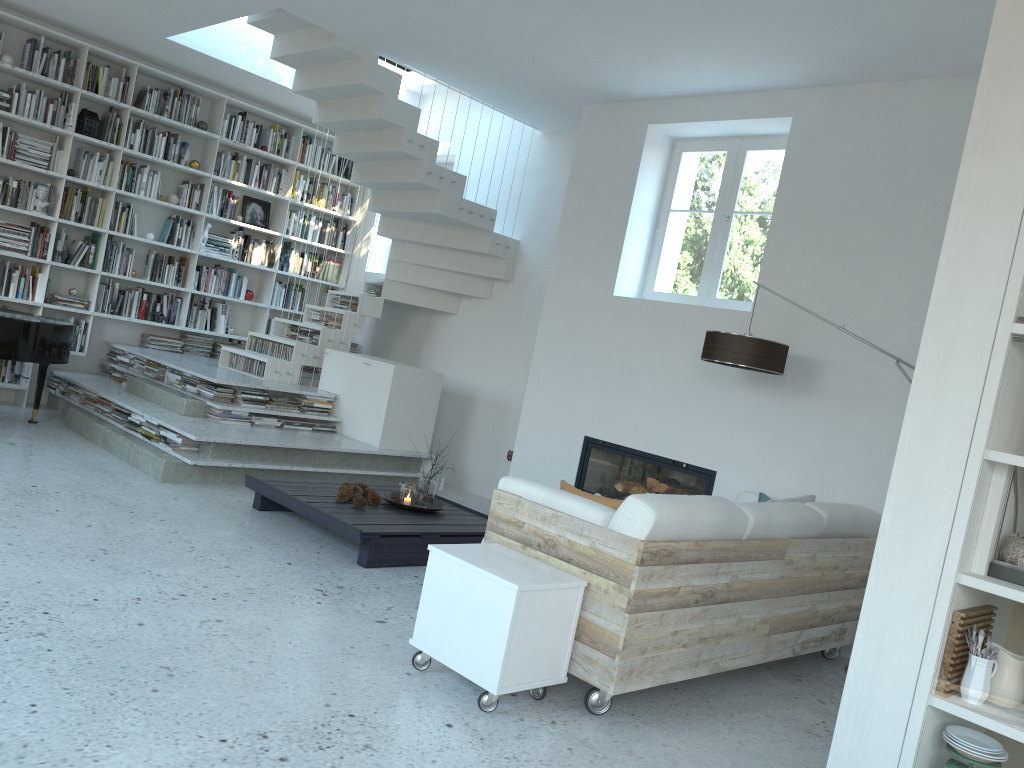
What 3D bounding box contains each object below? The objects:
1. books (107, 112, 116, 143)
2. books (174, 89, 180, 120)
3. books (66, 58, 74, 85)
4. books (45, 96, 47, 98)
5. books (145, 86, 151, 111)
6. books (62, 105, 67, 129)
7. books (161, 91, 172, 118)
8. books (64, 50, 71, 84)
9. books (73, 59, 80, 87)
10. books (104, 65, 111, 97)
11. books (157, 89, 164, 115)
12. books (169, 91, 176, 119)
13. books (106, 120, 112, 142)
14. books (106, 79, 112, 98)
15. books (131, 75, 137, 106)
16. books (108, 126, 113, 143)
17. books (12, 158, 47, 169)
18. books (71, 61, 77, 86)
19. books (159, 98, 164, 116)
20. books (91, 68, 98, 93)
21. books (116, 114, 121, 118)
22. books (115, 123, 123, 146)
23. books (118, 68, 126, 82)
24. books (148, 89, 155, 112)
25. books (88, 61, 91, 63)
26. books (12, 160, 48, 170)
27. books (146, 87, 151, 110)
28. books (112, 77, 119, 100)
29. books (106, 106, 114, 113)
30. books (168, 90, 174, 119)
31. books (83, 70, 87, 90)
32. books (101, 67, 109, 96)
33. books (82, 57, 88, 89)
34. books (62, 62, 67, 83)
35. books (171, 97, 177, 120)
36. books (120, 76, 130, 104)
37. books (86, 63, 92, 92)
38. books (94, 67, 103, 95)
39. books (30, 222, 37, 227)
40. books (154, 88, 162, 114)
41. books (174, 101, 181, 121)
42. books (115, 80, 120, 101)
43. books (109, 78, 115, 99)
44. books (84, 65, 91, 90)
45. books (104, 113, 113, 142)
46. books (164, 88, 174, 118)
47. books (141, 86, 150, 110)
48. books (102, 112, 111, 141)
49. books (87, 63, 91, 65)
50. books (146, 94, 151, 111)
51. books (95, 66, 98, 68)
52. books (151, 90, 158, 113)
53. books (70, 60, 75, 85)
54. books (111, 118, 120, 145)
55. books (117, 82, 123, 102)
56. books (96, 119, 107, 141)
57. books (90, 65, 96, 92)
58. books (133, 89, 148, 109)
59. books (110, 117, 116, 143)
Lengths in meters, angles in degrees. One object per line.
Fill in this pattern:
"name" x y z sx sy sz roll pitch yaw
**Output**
"books" -3.572 -2.258 7.838 0.021 0.288 0.179 9 4 -45
"books" -3.140 -2.569 8.206 0.006 0.312 0.178 9 4 -45
"books" -3.791 -2.644 7.553 0.028 0.244 0.161 9 3 -45
"books" -3.971 -2.300 7.477 0.011 0.239 0.139 9 4 -45
"books" -3.333 -2.567 8.025 0.011 0.244 0.172 9 3 -45
"books" -3.855 -2.311 7.596 0.010 0.299 0.133 9 4 -45
"books" -3.195 -2.550 8.133 0.028 0.258 0.184 9 3 -45
"books" -3.804 -2.679 7.543 0.012 0.308 0.138 9 4 -45
"books" -3.759 -2.645 7.596 0.022 0.257 0.136 9 4 -45
"books" -3.569 -2.633 7.761 0.010 0.298 0.167 9 4 -45
"books" -3.251 -2.559 8.110 0.021 0.256 0.168 9 3 -45
"books" -3.169 -2.560 8.199 0.007 0.285 0.159 9 4 -45
"books" -3.601 -2.227 7.848 0.024 0.217 0.168 9 3 -45
"books" -3.567 -2.573 7.773 0.022 0.180 0.172 9 3 -45
"books" -3.410 -2.609 7.911 0.019 0.304 0.175 9 4 -45
"books" -3.584 -2.222 7.863 0.013 0.211 0.139 9 3 -45
"books" -4.075 -1.856 7.471 0.254 0.012 0.160 10 3 -42
"books" -3.768 -2.637 7.579 0.014 0.239 0.153 9 3 -45
"books" -3.251 -2.527 8.142 0.031 0.190 0.132 9 3 -45
"books" -3.642 -2.613 7.685 0.015 0.234 0.170 9 3 -45
"books" -3.544 -2.256 7.908 0.005 0.292 0.130 9 4 -45
"books" -3.523 -2.212 7.890 0.008 0.214 0.223 9 3 -45
"books" -3.488 -2.637 7.874 0.012 0.330 0.128 9 4 -45
"books" -3.302 -2.554 8.039 0.013 0.229 0.173 9 3 -45
"books" -3.688 -2.644 7.660 0.007 0.279 0.150 9 4 -45
"books" -4.076 -1.843 7.470 0.160 0.012 0.254 13 2 41
"books" -3.330 -2.572 8.039 0.012 0.255 0.133 9 4 -45
"books" -3.527 -2.583 7.807 0.031 0.213 0.169 9 3 -45
"books" -3.593 -2.288 7.841 0.025 0.339 0.142 9 4 -45
"books" -3.184 -2.568 8.190 0.017 0.295 0.138 9 4 -45
"books" -3.713 -2.605 7.644 0.015 0.193 0.159 9 3 -45
"books" -3.597 -2.627 7.760 0.030 0.274 0.151 9 4 -45
"books" -3.705 -2.657 7.629 0.007 0.298 0.180 9 4 -45
"books" -3.828 -2.631 7.541 0.014 0.204 0.134 9 3 -45
"books" -3.153 -2.529 8.195 0.018 0.231 0.159 9 3 -45
"books" -3.459 -2.592 7.868 0.029 0.253 0.186 9 3 -45
"books" -3.669 -2.632 7.668 0.034 0.261 0.157 9 4 -45
"books" -3.614 -2.619 7.716 0.054 0.255 0.190 9 3 -45
"books" -4.123 -1.240 7.603 0.011 0.299 0.130 9 4 -45
"books" -3.267 -2.561 8.090 0.030 0.255 0.161 9 3 -45
"books" -3.132 -2.510 8.206 0.018 0.201 0.188 9 3 -45
"books" -3.522 -2.578 7.841 0.025 0.203 0.162 9 3 -45
"books" -3.550 -2.581 7.790 0.024 0.202 0.180 9 3 -45
"books" -3.683 -2.622 7.633 0.007 0.239 0.191 9 3 -45
"books" -3.594 -2.253 7.826 0.022 0.272 0.181 9 3 -45
"books" -3.190 -2.567 8.167 0.024 0.292 0.167 9 4 -45
"books" -3.334 -2.567 8.011 0.009 0.244 0.173 9 3 -45
"books" -3.596 -2.253 7.805 0.021 0.272 0.190 9 3 -45
"books" -3.686 -2.634 7.648 0.006 0.260 0.165 9 3 -45
"books" -3.323 -2.534 8.041 0.009 0.183 0.160 9 3 -45
"books" -3.656 -2.632 7.717 0.007 0.264 0.132 9 4 -45
"books" -3.291 -2.551 8.070 0.028 0.226 0.163 9 3 -45
"books" -3.783 -2.643 7.575 0.014 0.244 0.145 9 4 -45
"books" -3.542 -2.232 7.867 0.013 0.248 0.186 9 3 -45
"books" -3.502 -2.570 7.853 0.022 0.194 0.181 9 3 -45
"books" -3.630 -2.231 7.824 0.019 0.214 0.155 9 3 -45
"books" -3.660 -2.631 7.689 0.008 0.262 0.142 9 4 -45
"books" -3.352 -2.549 7.988 0.046 0.206 0.183 9 3 -45
"books" -3.566 -2.241 7.861 0.005 0.255 0.158 9 4 -45
